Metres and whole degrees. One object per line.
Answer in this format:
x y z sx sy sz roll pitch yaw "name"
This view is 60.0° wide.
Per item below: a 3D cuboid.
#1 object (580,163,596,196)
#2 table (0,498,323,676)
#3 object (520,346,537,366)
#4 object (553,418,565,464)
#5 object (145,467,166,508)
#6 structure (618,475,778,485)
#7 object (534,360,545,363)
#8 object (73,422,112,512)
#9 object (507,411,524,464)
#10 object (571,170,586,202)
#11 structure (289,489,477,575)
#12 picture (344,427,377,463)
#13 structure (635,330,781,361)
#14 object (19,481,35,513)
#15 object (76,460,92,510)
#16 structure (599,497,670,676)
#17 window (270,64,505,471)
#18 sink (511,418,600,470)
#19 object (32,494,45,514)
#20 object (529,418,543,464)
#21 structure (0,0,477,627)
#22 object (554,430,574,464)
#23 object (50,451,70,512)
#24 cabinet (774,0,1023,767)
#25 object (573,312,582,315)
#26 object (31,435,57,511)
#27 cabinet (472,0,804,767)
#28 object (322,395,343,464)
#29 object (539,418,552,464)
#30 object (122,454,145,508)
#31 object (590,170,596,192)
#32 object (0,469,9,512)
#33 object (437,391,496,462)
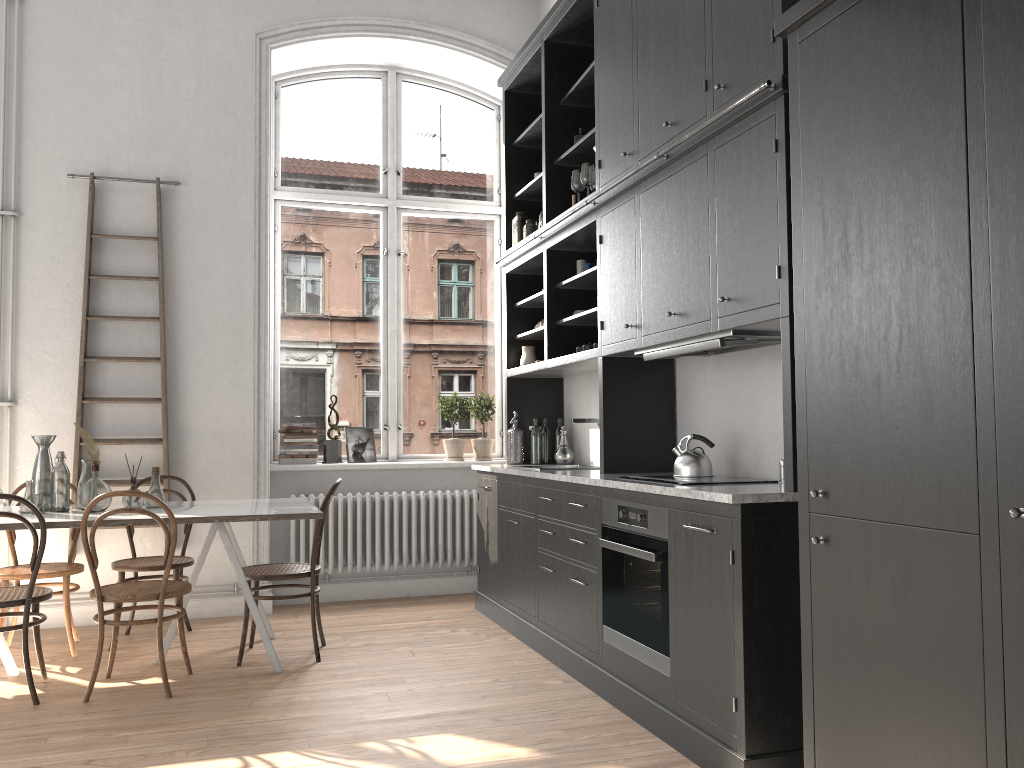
0.411 -1.076 4.785 0.083 0.221 0.083 -2 -3 29 "object"
-2.117 1.028 4.429 2.200 0.779 1.100 1 -3 -18 "table"
0.116 -0.173 5.856 0.127 0.144 0.115 2 -4 -39 "object"
0.316 0.375 5.841 0.086 0.301 0.086 -2 -3 28 "object"
-1.868 0.541 4.648 0.101 0.211 0.101 -2 -3 22 "object"
0.754 0.399 3.700 0.427 0.011 0.592 1 -3 -18 "structure"
0.231 -0.127 5.725 0.180 0.037 0.180 2 -4 -33 "object"
-2.079 0.414 4.426 0.157 0.446 0.157 -1 -3 0 "object"
0.023 0.352 5.846 0.109 0.349 0.109 2 -4 -36 "object"
0.369 -1.069 4.909 0.083 0.221 0.083 -1 -3 14 "object"
-0.810 1.027 6.226 1.577 0.552 0.194 1 -3 -18 "structure"
-1.103 0.441 6.376 0.221 0.264 0.149 2 -4 -34 "picture"
0.872 -0.181 3.773 0.379 0.123 0.844 1 -3 -18 "structure"
-2.400 0.560 4.408 0.083 0.158 0.083 1 -3 -22 "object"
-2.182 0.518 4.557 0.098 0.255 0.100 2 -4 -41 "object"
0.751 0.794 3.678 0.618 0.623 0.622 0 -3 -18 "structure"
4.156 -4.996 11.606 14.385 15.928 26.409 0 -3 -18 "window"
0.315 0.454 5.188 0.514 0.504 0.526 0 -3 -18 "sink"
-2.313 0.587 4.335 0.058 0.094 0.058 -1 -3 11 "object"
0.156 0.376 5.819 0.086 0.301 0.086 1 -3 -32 "object"
-2.560 -0.745 5.683 5.182 4.472 0.340 0 -3 -18 "structure"
0.335 0.407 5.713 0.132 0.219 0.120 0 -3 -17 "object"
-2.268 0.489 4.454 0.086 0.301 0.086 1 -3 -32 "object"
1.295 0.065 2.006 0.633 2.370 1.401 0 -3 -18 "cabinet"
-2.426 0.520 4.807 5.827 1.841 0.792 0 -3 -12 "object"
-2.396 0.454 4.533 0.116 0.382 0.116 0 -3 -6 "object"
0.511 -0.393 4.491 0.635 3.581 3.252 0 -3 -18 "cabinet"
-1.271 0.318 6.286 0.122 0.488 0.102 -1 -3 7 "object"
0.224 0.381 5.923 0.086 0.301 0.086 0 -3 -3 "object"
-1.941 0.501 4.547 0.107 0.283 0.107 1 -3 -23 "object"
0.472 -1.069 4.924 0.083 0.221 0.083 1 -3 -25 "object"
-2.484 0.520 4.250 0.132 0.219 0.132 1 -3 -28 "object"
-0.334 0.309 6.587 0.500 0.524 0.234 1 -3 -28 "object"
